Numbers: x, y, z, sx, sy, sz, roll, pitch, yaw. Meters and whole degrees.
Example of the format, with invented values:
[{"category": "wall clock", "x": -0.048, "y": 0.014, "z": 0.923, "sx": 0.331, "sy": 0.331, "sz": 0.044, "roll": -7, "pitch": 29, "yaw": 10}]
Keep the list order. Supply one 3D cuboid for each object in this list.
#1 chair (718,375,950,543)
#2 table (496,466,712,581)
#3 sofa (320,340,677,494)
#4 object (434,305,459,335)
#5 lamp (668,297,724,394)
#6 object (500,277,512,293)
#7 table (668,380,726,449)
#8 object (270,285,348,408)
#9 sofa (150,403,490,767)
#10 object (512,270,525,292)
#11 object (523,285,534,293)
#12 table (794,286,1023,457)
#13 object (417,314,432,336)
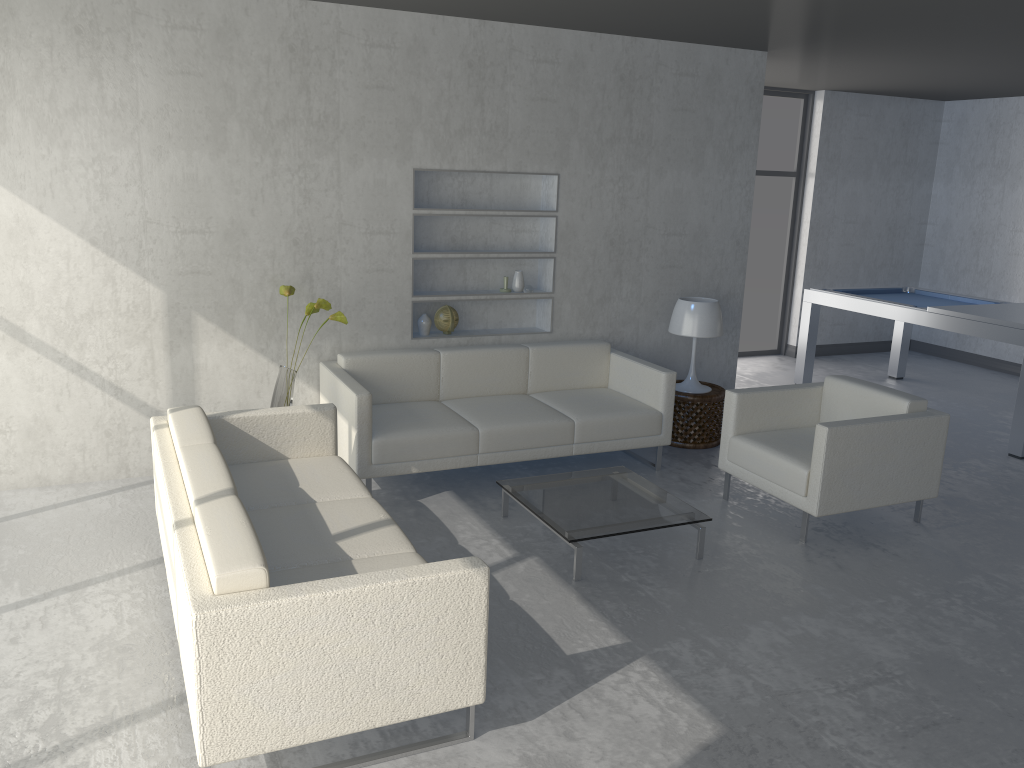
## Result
[{"category": "chair", "x": 1.626, "y": 0.345, "z": 4.586, "sx": 0.821, "sy": 0.662, "sz": 0.748, "roll": -4, "pitch": 15, "yaw": -24}, {"category": "table", "x": 0.410, "y": 0.634, "z": 4.205, "sx": 0.730, "sy": 0.190, "sz": 0.773, "roll": -4, "pitch": 15, "yaw": -24}, {"category": "sofa", "x": -0.077, "y": 0.158, "z": 5.109, "sx": 1.881, "sy": 0.658, "sz": 0.821, "roll": -4, "pitch": 15, "yaw": -24}, {"category": "object", "x": -0.384, "y": -0.392, "z": 5.422, "sx": 0.163, "sy": 0.179, "sz": 0.088, "roll": -7, "pitch": 16, "yaw": -34}, {"category": "lamp", "x": 1.174, "y": -0.253, "z": 5.700, "sx": 0.347, "sy": 0.582, "sz": 0.347, "roll": 11, "pitch": 16, "yaw": 33}, {"category": "object", "x": -0.039, "y": -0.624, "z": 5.553, "sx": 0.074, "sy": 0.094, "sz": 0.074, "roll": 10, "pitch": 15, "yaw": 28}, {"category": "table", "x": 1.160, "y": 0.194, "z": 5.808, "sx": 0.452, "sy": 0.358, "sz": 0.452, "roll": 13, "pitch": 17, "yaw": 39}, {"category": "object", "x": -1.068, "y": 0.028, "z": 4.666, "sx": 0.400, "sy": 1.051, "sz": 0.387, "roll": 3, "pitch": 14, "yaw": 3}, {"category": "sofa", "x": -0.814, "y": 0.580, "z": 3.236, "sx": 0.821, "sy": 0.658, "sz": 1.881, "roll": -4, "pitch": 15, "yaw": -24}, {"category": "object", "x": 0.041, "y": -0.646, "z": 5.578, "sx": 0.079, "sy": 0.130, "sz": 0.079, "roll": -5, "pitch": 15, "yaw": -26}, {"category": "object", "x": 0.104, "y": -0.597, "z": 5.557, "sx": 0.064, "sy": 0.050, "sz": 0.064, "roll": -3, "pitch": 14, "yaw": -19}, {"category": "table", "x": 3.369, "y": -0.214, "z": 6.728, "sx": 1.180, "sy": 0.835, "sz": 2.095, "roll": -4, "pitch": 15, "yaw": -24}, {"category": "object", "x": -0.531, "y": -0.362, "z": 5.390, "sx": 0.086, "sy": 0.128, "sz": 0.086, "roll": -1, "pitch": 14, "yaw": -14}]
